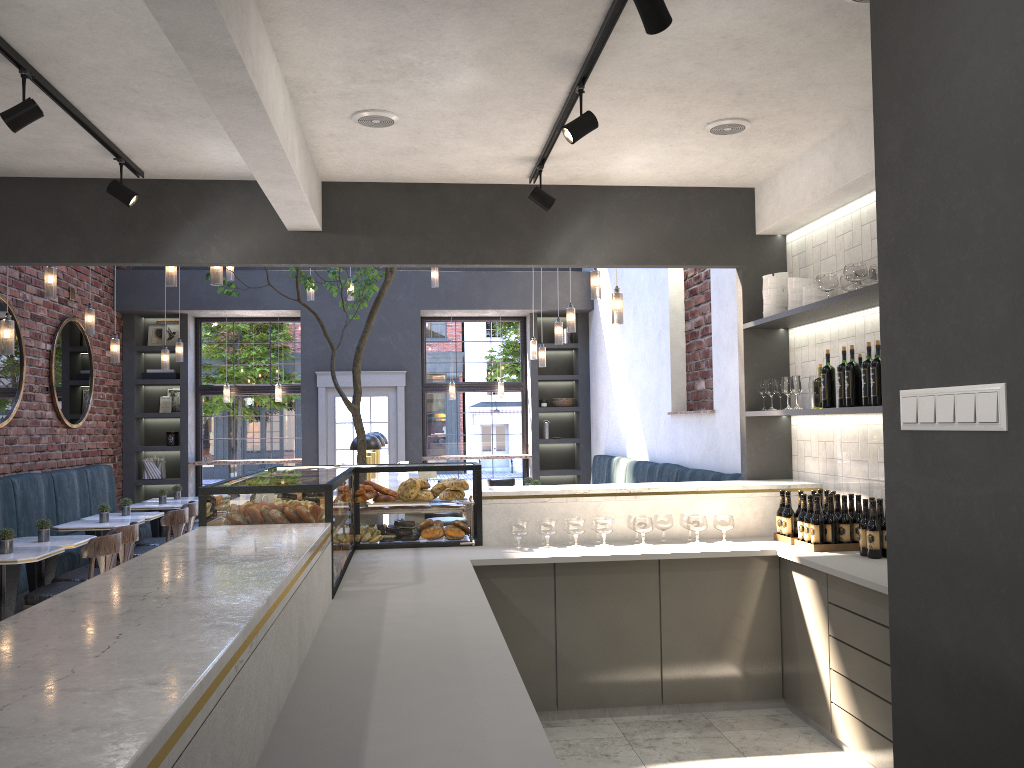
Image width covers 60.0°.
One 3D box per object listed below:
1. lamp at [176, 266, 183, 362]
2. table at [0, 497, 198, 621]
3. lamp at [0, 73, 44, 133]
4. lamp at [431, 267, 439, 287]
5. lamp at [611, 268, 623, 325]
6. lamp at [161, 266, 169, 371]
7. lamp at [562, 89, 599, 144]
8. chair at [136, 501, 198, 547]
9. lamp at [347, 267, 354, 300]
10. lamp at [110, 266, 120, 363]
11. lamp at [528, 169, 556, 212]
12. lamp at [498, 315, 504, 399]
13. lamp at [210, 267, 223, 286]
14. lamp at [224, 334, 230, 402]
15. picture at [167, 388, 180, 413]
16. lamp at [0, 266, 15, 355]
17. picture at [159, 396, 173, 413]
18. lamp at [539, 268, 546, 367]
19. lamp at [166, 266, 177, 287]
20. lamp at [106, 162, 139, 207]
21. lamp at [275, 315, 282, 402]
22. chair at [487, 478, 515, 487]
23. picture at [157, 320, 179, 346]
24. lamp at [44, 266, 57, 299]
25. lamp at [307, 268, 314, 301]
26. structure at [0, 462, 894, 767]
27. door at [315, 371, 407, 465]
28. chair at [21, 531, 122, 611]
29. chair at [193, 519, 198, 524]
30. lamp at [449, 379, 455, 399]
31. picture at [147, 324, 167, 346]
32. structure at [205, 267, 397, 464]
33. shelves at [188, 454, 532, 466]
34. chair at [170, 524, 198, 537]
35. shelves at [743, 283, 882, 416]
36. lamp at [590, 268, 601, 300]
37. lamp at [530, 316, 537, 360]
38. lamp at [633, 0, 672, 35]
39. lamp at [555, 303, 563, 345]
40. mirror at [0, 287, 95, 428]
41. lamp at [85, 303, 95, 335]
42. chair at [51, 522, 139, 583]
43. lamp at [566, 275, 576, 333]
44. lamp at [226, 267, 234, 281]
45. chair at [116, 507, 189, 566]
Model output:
[{"bbox_3d":[-3.746,-2.298,9.973,0.078,4.103,0.078,0,-2,-22],"label":"lamp"},{"bbox_3d":[-1.517,1.538,7.999,4.599,0.751,4.832,-1,-3,-6],"label":"table"},{"bbox_3d":[-1.950,-1.116,3.531,0.157,0.238,0.087,0,-2,-12],"label":"lamp"},{"bbox_3d":[-0.874,-3.110,9.752,0.078,4.103,0.078,0,-2,-22],"label":"lamp"},{"bbox_3d":[0.703,-2.469,6.261,0.078,4.103,0.078,0,-2,-22],"label":"lamp"},{"bbox_3d":[-3.679,-2.191,9.399,0.078,4.103,0.078,0,-2,-22],"label":"lamp"},{"bbox_3d":[0.290,-1.140,3.786,0.157,0.235,0.087,0,-2,-12],"label":"lamp"},{"bbox_3d":[-3.159,1.519,8.149,0.521,0.851,0.539,0,-2,-13],"label":"chair"},{"bbox_3d":[-1.878,-3.011,10.211,0.078,4.103,0.078,0,-2,-22],"label":"lamp"},{"bbox_3d":[-3.676,-2.245,8.212,0.078,4.103,0.078,-1,-2,1],"label":"lamp"},{"bbox_3d":[0.167,-1.084,4.974,0.157,0.235,0.087,0,-2,-12],"label":"lamp"},{"bbox_3d":[-0.155,-0.516,11.940,0.078,1.428,0.078,-2,-2,23],"label":"lamp"},{"bbox_3d":[-1.978,-2.703,5.913,0.078,4.103,0.078,-2,-2,23],"label":"lamp"},{"bbox_3d":[-3.713,-0.476,11.535,0.078,1.428,0.078,-2,-2,23],"label":"lamp"},{"bbox_3d":[-4.398,0.219,11.623,0.247,0.326,0.044,-1,-2,-6],"label":"picture"},{"bbox_3d":[-3.264,-2.239,5.749,0.078,4.103,0.078,0,-2,-22],"label":"lamp"},{"bbox_3d":[-4.522,0.269,11.582,0.161,0.227,0.049,-1,-2,-6],"label":"picture"},{"bbox_3d":[0.301,-2.237,9.811,0.078,4.103,0.078,0,-2,-22],"label":"lamp"},{"bbox_3d":[-2.586,-2.784,6.719,0.078,4.103,0.078,-2,-2,23],"label":"lamp"},{"bbox_3d":[-2.073,-1.061,4.719,0.157,0.238,0.087,0,-2,-12],"label":"lamp"},{"bbox_3d":[-3.061,-0.483,11.609,0.078,1.428,0.078,1,-3,-44],"label":"lamp"},{"bbox_3d":[-0.137,1.644,11.594,0.372,0.821,0.370,1,-3,-44],"label":"chair"},{"bbox_3d":[-4.478,-0.654,11.638,0.361,0.369,0.055,-1,-2,-6],"label":"picture"},{"bbox_3d":[-3.349,-2.670,6.446,0.078,4.103,0.078,0,-2,-22],"label":"lamp"},{"bbox_3d":[-2.184,-2.945,9.542,0.078,4.103,0.078,0,-2,-22],"label":"lamp"},{"bbox_3d":[0.511,0.981,2.506,3.205,1.300,5.807,-1,-3,-6],"label":"structure"},{"bbox_3d":[-1.882,0.953,11.160,1.132,2.218,0.152,-1,-2,-6],"label":"door"},{"bbox_3d":[-2.825,1.406,5.762,0.521,0.851,0.539,-1,-2,-5],"label":"chair"},{"bbox_3d":[-3.289,1.600,9.872,0.521,0.851,0.497,-1,-2,-8],"label":"chair"},{"bbox_3d":[-0.808,-0.508,11.866,0.078,1.428,0.078,1,-3,-44],"label":"lamp"},{"bbox_3d":[-4.638,-0.629,11.584,0.230,0.313,0.061,-1,-2,-6],"label":"picture"},{"bbox_3d":[-1.190,-1.117,7.266,3.745,5.986,2.807,-3,-3,37],"label":"structure"},{"bbox_3d":[-1.942,0.997,11.686,4.403,0.043,0.384,-1,-3,-6],"label":"shelves"},{"bbox_3d":[-3.292,1.573,9.289,0.521,0.851,0.539,-1,-2,-5],"label":"chair"},{"bbox_3d":[1.811,-0.173,3.803,0.300,0.580,3.601,-1,-3,-7],"label":"shelves"},{"bbox_3d":[0.620,-2.711,6.965,0.078,4.103,0.078,0,-2,-22],"label":"lamp"},{"bbox_3d":[0.224,-2.340,10.476,0.078,4.103,0.078,0,-2,-22],"label":"lamp"},{"bbox_3d":[0.424,-1.191,2.699,0.087,0.235,0.157,-2,-3,33],"label":"lamp"},{"bbox_3d":[0.424,-2.435,8.713,0.078,4.103,0.078,1,-3,-44],"label":"lamp"},{"bbox_3d":[-4.500,-0.365,7.729,0.036,1.509,4.775,-1,-3,-7],"label":"mirror"},{"bbox_3d":[-3.606,-2.469,7.580,0.078,4.103,0.078,-1,-2,1],"label":"lamp"},{"bbox_3d":[-2.950,1.433,6.329,0.521,0.851,0.539,-1,-2,-5],"label":"chair"},{"bbox_3d":[0.499,-2.514,8.047,0.078,4.103,0.078,1,-3,-44],"label":"lamp"},{"bbox_3d":[-2.897,-3.102,9.086,0.078,4.103,0.078,0,-2,-22],"label":"lamp"},{"bbox_3d":[-3.025,1.489,7.529,0.521,0.851,0.539,-1,-2,-5],"label":"chair"}]
